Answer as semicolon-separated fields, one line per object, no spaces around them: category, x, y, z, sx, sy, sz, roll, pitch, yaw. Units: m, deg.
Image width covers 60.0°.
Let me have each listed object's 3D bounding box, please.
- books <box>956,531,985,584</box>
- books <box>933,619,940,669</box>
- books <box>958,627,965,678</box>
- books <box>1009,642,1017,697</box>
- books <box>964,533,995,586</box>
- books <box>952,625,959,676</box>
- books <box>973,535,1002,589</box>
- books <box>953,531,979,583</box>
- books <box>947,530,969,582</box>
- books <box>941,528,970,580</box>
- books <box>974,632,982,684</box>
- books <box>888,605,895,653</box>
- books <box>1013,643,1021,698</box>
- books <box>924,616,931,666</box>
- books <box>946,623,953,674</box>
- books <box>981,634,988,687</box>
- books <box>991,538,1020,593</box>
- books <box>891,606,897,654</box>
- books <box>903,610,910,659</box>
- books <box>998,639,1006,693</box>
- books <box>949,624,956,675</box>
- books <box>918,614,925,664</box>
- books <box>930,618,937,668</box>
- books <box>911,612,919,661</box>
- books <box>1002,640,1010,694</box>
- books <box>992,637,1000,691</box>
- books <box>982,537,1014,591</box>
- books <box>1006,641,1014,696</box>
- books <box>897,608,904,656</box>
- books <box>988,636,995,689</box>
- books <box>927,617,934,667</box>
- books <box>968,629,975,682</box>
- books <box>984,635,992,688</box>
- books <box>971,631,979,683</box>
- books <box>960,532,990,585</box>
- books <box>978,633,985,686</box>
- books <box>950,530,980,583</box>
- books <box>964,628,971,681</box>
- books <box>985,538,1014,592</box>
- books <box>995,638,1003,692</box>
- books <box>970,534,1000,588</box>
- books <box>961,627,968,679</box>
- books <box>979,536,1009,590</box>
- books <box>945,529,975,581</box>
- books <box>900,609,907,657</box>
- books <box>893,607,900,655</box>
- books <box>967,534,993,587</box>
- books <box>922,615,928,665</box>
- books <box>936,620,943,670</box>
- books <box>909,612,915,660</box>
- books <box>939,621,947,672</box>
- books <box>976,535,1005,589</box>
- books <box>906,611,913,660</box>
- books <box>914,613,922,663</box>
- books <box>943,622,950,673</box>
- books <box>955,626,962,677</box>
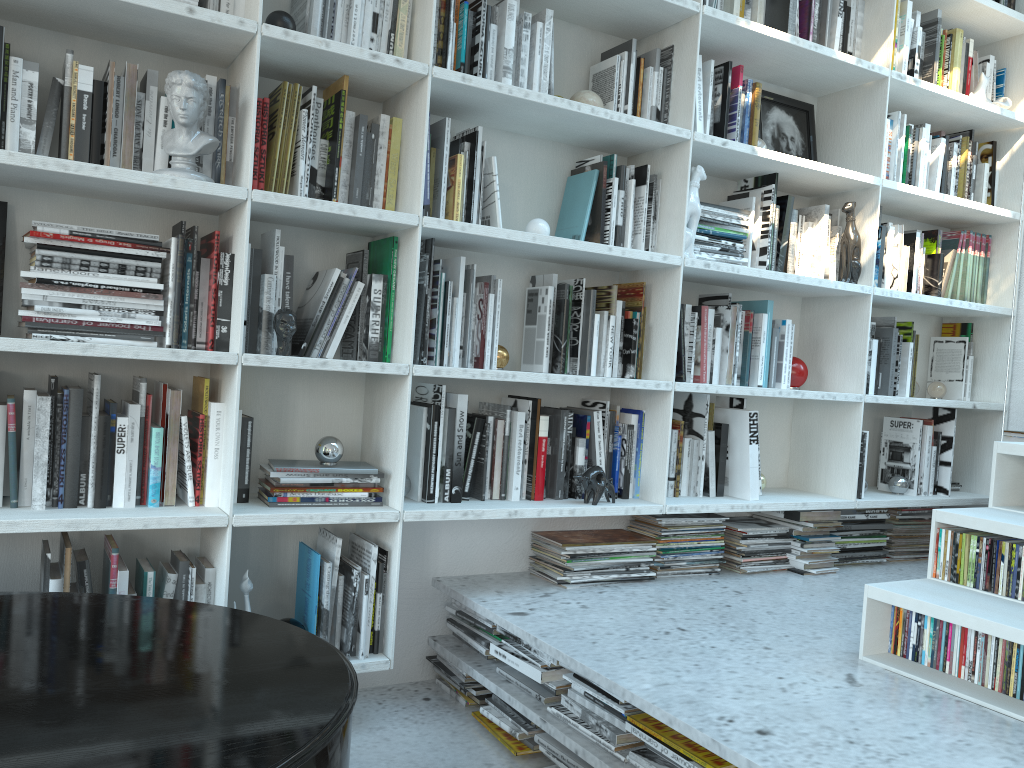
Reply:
books;1.140;0.426;2.185;0.125;0.125;0.008;3;2;-30
books;1.028;0.596;2.067;0.125;0.125;0.008;3;2;-30
books;1.059;0.599;2.014;0.125;0.125;0.008;3;2;-30
books;1.117;0.604;1.911;0.125;0.125;0.008;3;2;-30
books;1.149;0.427;2.169;0.125;0.125;0.012;3;2;-30
books;1.051;0.598;2.026;0.125;0.125;0.007;3;2;-30
books;1.162;0.429;2.146;0.125;0.125;0.007;3;2;-30
books;1.136;0.426;2.191;0.125;0.125;0.007;3;2;-30
books;1.129;0.425;2.205;0.125;0.125;0.008;3;2;-30
books;1.121;0.425;2.217;0.125;0.125;0.008;3;2;-30
books;1.078;0.601;1.980;0.125;0.125;0.007;3;2;-30
books;0.969;0.590;2.170;0.125;0.125;0.007;3;2;-30
books;1.121;0.605;1.905;0.125;0.125;0.007;3;2;-30
books;1.017;0.594;2.086;0.125;0.125;0.009;3;2;-30
books;1.044;0.597;2.039;0.125;0.125;0.007;3;2;-30
books;1.086;0.601;1.966;0.125;0.125;0.008;3;2;-30
books;1.183;0.431;2.109;0.125;0.125;0.010;3;2;-30
books;0.973;0.590;2.164;0.125;0.125;0.008;3;2;-30
books;0.990;0.592;2.134;0.125;0.125;0.007;3;2;-30
books;1.105;0.603;1.932;0.125;0.125;0.008;3;2;-30
books;1.048;0.598;2.033;0.125;0.125;0.007;3;2;-30
books;1.009;0.594;2.100;0.125;0.125;0.007;3;2;-30
books;1.025;0.595;2.073;0.125;0.125;0.008;3;2;-30
books;1.001;0.593;2.115;0.125;0.125;0.008;3;2;-30
books;1.109;0.604;1.925;0.125;0.125;0.008;3;2;-30
books;1.097;0.602;1.946;0.125;0.125;0.008;3;2;-30
books;1.173;0.430;2.126;0.125;0.125;0.008;3;2;-30
books;1.113;0.604;1.919;0.125;0.125;0.009;3;2;-30
books;0.981;0.591;2.149;0.125;0.125;0.010;3;2;-30
books;1.093;0.602;1.953;0.125;0.125;0.007;3;2;-30
books;1.021;0.595;2.079;0.125;0.125;0.007;3;2;-30
books;1.070;0.600;1.993;0.125;0.125;0.009;3;2;-30
books;1.089;0.602;1.960;0.125;0.125;0.008;3;2;-30
books;1.074;0.600;1.986;0.125;0.125;0.007;3;2;-30
books;1.144;0.427;2.177;0.125;0.125;0.010;3;2;-30
books;1.082;0.601;1.973;0.125;0.125;0.008;3;2;-30
books;1.132;0.426;2.198;0.125;0.125;0.009;3;2;-30
books;1.066;0.599;2.000;0.125;0.125;0.008;3;2;-30
books;1.178;0.430;2.118;0.125;0.125;0.010;3;2;-30
books;1.101;0.603;1.939;0.125;0.125;0.008;3;2;-30
books;1.158;0.428;2.152;0.125;0.125;0.007;3;2;-30
books;1.062;0.599;2.007;0.125;0.125;0.007;3;2;-30
books;1.170;0.429;2.133;0.125;0.125;0.008;3;2;-30
books;1.125;0.425;2.211;0.125;0.125;0.007;3;2;-30
books;0.986;0.591;2.141;0.125;0.125;0.009;3;2;-30
books;0.977;0.590;2.157;0.125;0.125;0.008;3;2;-30
books;1.154;0.428;2.160;0.125;0.125;0.008;3;2;-30
books;1.013;0.594;2.093;0.125;0.125;0.009;3;2;-30
books;1.032;0.596;2.060;0.125;0.125;0.008;3;2;-30
books;0.997;0.592;2.121;0.125;0.125;0.008;3;2;-30
books;1.036;0.596;2.053;0.125;0.125;0.008;3;2;-30
books;1.166;0.429;2.140;0.125;0.125;0.007;3;2;-30
books;0.994;0.592;2.128;0.125;0.125;0.007;3;2;-30
books;1.005;0.593;2.108;0.125;0.125;0.010;3;2;-30
books;1.040;0.597;2.046;0.125;0.125;0.008;3;2;-30
books;1.055;0.598;2.020;0.125;0.125;0.008;3;2;-30
